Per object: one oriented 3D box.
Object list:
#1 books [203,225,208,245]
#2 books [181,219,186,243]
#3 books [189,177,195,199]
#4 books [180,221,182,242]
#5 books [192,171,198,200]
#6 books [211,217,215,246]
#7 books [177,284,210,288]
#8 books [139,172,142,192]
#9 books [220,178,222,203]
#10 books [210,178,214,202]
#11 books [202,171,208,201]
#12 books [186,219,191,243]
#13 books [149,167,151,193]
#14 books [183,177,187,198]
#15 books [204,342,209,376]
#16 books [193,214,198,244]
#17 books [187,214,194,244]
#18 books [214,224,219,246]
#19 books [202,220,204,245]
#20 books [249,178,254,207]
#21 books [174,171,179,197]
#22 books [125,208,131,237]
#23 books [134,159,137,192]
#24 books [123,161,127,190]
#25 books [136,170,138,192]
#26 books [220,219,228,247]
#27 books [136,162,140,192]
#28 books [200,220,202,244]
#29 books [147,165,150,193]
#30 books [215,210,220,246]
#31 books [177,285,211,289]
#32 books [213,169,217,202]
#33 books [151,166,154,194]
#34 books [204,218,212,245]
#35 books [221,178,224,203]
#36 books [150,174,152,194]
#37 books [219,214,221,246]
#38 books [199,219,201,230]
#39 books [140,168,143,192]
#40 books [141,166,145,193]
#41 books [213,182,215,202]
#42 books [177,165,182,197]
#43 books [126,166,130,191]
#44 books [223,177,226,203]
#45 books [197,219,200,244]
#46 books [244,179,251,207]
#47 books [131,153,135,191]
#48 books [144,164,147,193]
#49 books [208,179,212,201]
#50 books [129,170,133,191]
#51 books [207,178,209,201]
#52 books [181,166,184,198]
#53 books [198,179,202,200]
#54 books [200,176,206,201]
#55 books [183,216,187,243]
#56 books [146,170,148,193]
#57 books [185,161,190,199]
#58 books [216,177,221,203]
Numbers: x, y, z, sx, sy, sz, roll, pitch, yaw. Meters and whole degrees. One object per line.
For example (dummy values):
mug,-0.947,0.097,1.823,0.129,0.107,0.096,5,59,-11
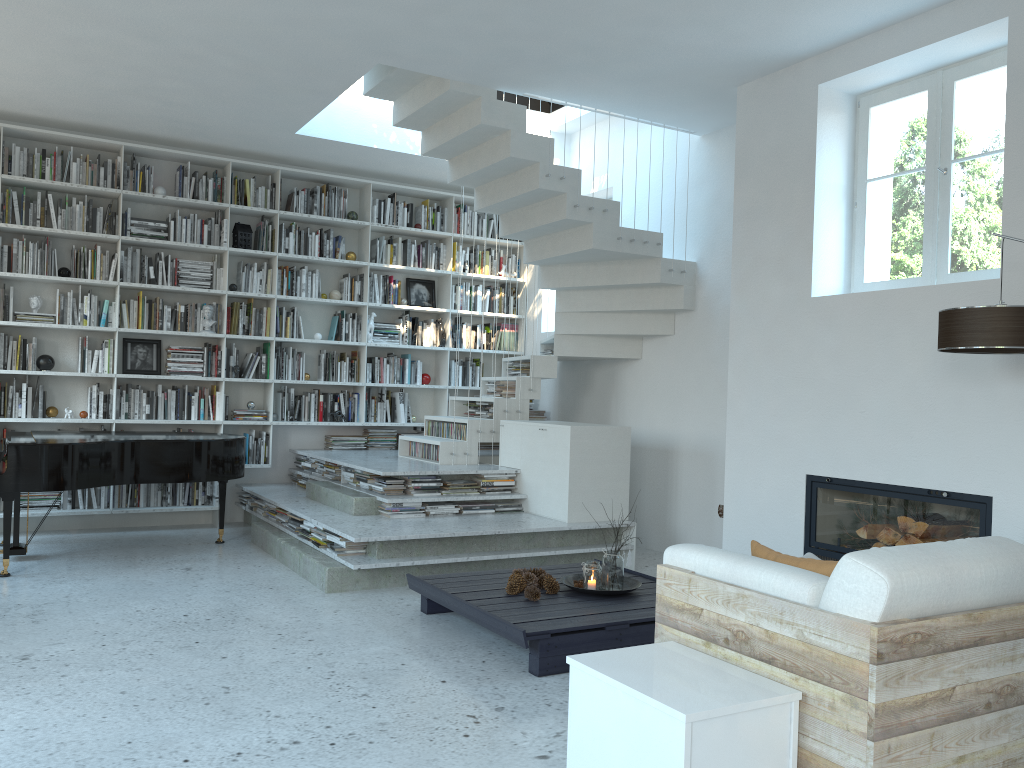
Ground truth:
books,-2.636,-1.255,7.582,0.029,0.188,0.176,2,0,-30
books,-2.791,-1.275,7.499,0.027,0.216,0.190,2,0,-30
books,-2.731,-1.637,7.526,0.050,0.211,0.172,2,0,-30
books,-2.814,-1.270,7.502,0.011,0.204,0.133,2,0,-30
books,-2.705,-1.666,7.560,0.028,0.270,0.140,2,0,-30
books,-2.590,-1.290,7.625,0.029,0.261,0.133,2,0,-30
books,-2.718,-0.828,7.559,0.254,0.012,0.161,2,-1,-27
books,-3.083,-1.643,7.333,0.023,0.195,0.172,2,0,-30
books,-2.529,-1.646,7.659,0.014,0.244,0.145,2,0,-30
books,-2.598,-1.643,7.632,0.026,0.233,0.137,2,0,-30
books,-2.625,-1.663,7.573,0.010,0.270,0.180,2,0,-30
books,-2.758,-1.275,7.521,0.028,0.219,0.183,2,0,-30
books,-3.027,-1.668,7.380,0.013,0.249,0.148,2,0,-30
books,-2.783,-1.638,7.516,0.031,0.208,0.146,2,0,-30
books,-2.638,-0.207,7.641,0.011,0.299,0.130,2,0,-30
books,-2.709,-1.298,7.547,0.023,0.269,0.184,2,0,-30
books,-2.742,-1.301,7.552,0.029,0.273,0.140,2,0,-30
books,-2.559,-1.259,7.627,0.029,0.202,0.191,2,0,-30
books,-2.655,-1.277,7.575,0.012,0.230,0.158,2,0,-30
books,-2.300,-1.653,7.788,0.030,0.274,0.151,2,0,-30
books,-2.830,-1.658,7.486,0.012,0.245,0.151,2,0,-30
books,-3.155,-1.306,7.275,0.021,0.249,0.191,2,0,-30
books,-3.116,-1.695,7.316,0.010,0.296,0.153,2,0,-30
books,-3.180,-1.676,7.263,0.026,0.253,0.185,2,0,-30
books,-3.114,-1.649,7.331,0.011,0.205,0.145,2,0,-30
books,-2.483,-1.274,7.607,0.037,0.237,0.272,2,0,-30
books,-3.091,-1.678,7.314,0.011,0.265,0.163,2,0,-30
books,-2.668,-1.277,7.575,0.010,0.230,0.152,2,0,-30
books,-3.025,-1.671,7.359,0.005,0.255,0.168,2,0,-30
books,-2.543,-1.324,7.645,0.012,0.334,0.155,2,0,-30
books,-2.717,-0.815,7.557,0.254,0.012,0.161,2,-1,-34
books,-2.562,-1.679,7.637,0.012,0.308,0.138,2,0,-30
books,-3.000,-1.670,7.376,0.011,0.256,0.143,2,0,-30
books,-2.608,-1.284,7.596,0.032,0.248,0.173,2,0,-30
books,-2.512,-1.643,7.659,0.014,0.239,0.153,2,0,-30
books,-3.013,-1.636,7.377,0.010,0.186,0.152,2,0,-30
books,-2.542,-1.307,7.666,0.010,0.299,0.133,2,0,-30
books,-2.683,-1.282,7.581,0.011,0.239,0.139,2,0,-30
books,-3.080,-1.662,7.358,0.006,0.233,0.136,2,0,-30
books,-3.064,-1.669,7.351,0.014,0.248,0.139,2,0,-30
books,-2.578,-1.628,7.636,0.014,0.204,0.135,2,0,-30
books,-2.810,-1.681,7.477,0.014,0.292,0.176,2,0,-30
books,-3.169,-1.663,7.292,0.023,0.228,0.157,2,0,-30
books,-2.500,-1.652,7.673,0.022,0.257,0.136,2,0,-30
books,-2.686,-1.274,7.551,0.023,0.223,0.190,2,0,-30
books,-2.326,-1.644,7.750,0.054,0.254,0.190,2,0,-30
books,-3.129,-1.718,7.314,0.014,0.341,0.145,2,0,-30
books,-3.050,-1.676,7.352,0.013,0.264,0.147,2,0,-30
books,-2.598,-1.628,7.581,0.023,0.202,0.193,2,0,-30
books,-3.142,-1.645,7.293,0.026,0.194,0.166,2,0,-30
books,-2.622,-1.636,7.587,0.012,0.217,0.179,2,0,-30
books,-2.794,-1.682,7.495,0.011,0.296,0.157,2,0,-30
books,-2.670,-1.631,7.559,0.033,0.203,0.166,2,0,-30
books,-2.648,-1.647,7.577,0.023,0.236,0.154,2,0,-30
books,-2.780,-1.288,7.519,0.012,0.244,0.131,2,0,-30
books,-3.036,-1.653,7.355,0.016,0.219,0.144,2,0,-30
books,-2.752,-1.699,7.506,0.010,0.331,0.186,2,0,-30
books,-2.542,-1.647,7.640,0.028,0.244,0.161,2,0,-30
